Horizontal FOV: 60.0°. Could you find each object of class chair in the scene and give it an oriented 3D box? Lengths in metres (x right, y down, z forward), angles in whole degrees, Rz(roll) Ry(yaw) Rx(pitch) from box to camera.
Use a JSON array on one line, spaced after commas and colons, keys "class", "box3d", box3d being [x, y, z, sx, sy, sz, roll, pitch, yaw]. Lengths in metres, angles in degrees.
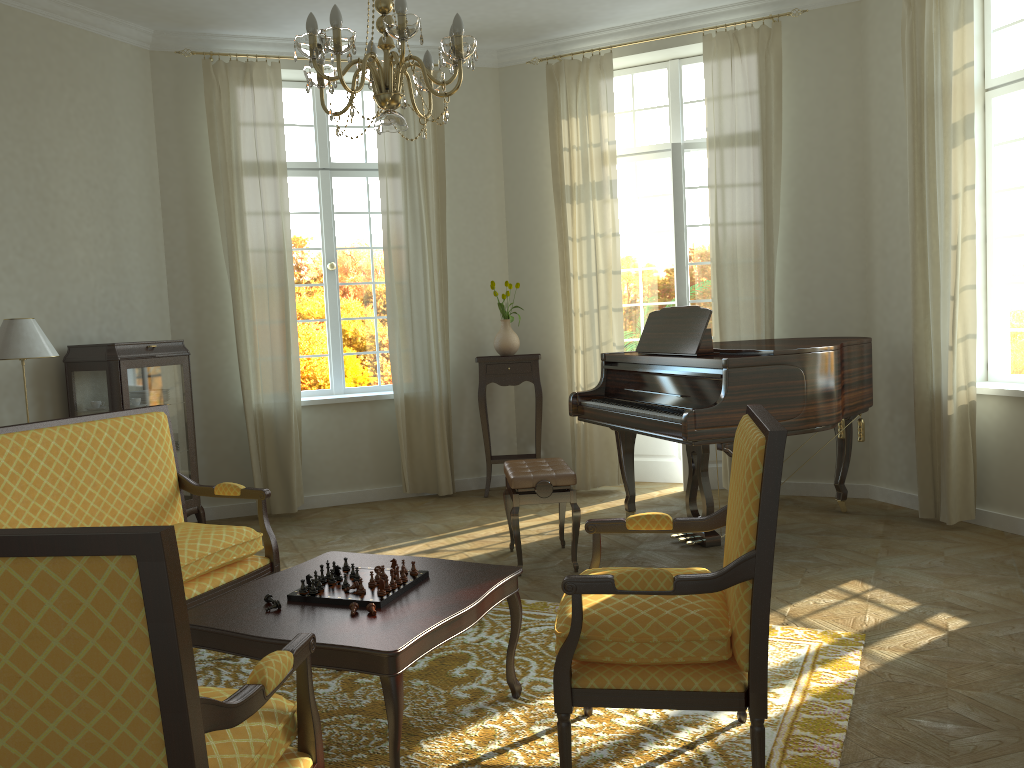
[{"class": "chair", "box3d": [0.470, 0.645, 2.724, 0.671, 1.083, 0.730, -2, 4, 10]}, {"class": "chair", "box3d": [-0.844, 0.771, 1.884, 0.730, 1.083, 0.671, -2, 4, 7]}, {"class": "chair", "box3d": [0.164, 0.750, 5.140, 0.385, 0.563, 0.638, -3, 4, -4]}, {"class": "chair", "box3d": [-1.623, 0.690, 3.521, 0.680, 1.083, 1.389, -1, 5, 25]}]

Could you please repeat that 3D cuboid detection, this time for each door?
[{"class": "door", "box3d": [1.311, -0.510, 7.012, 1.385, 2.690, 0.425, -1, 5, 26]}]

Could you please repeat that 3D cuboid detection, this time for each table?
[{"class": "table", "box3d": [-0.002, 0.327, 7.207, 0.522, 1.114, 0.344, -3, 4, 1]}, {"class": "table", "box3d": [-0.529, 0.967, 3.097, 0.922, 0.494, 0.932, -1, 5, 27]}]

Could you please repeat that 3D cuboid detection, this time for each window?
[{"class": "window", "box3d": [3.234, -1.241, 4.984, 0.181, 2.550, 1.400, -4, 4, -19]}, {"class": "window", "box3d": [1.305, -2.225, 7.056, 1.380, 0.680, 0.055, -1, 5, 26]}, {"class": "window", "box3d": [-1.494, -1.171, 7.241, 1.400, 2.550, 0.181, -4, 4, -19]}]

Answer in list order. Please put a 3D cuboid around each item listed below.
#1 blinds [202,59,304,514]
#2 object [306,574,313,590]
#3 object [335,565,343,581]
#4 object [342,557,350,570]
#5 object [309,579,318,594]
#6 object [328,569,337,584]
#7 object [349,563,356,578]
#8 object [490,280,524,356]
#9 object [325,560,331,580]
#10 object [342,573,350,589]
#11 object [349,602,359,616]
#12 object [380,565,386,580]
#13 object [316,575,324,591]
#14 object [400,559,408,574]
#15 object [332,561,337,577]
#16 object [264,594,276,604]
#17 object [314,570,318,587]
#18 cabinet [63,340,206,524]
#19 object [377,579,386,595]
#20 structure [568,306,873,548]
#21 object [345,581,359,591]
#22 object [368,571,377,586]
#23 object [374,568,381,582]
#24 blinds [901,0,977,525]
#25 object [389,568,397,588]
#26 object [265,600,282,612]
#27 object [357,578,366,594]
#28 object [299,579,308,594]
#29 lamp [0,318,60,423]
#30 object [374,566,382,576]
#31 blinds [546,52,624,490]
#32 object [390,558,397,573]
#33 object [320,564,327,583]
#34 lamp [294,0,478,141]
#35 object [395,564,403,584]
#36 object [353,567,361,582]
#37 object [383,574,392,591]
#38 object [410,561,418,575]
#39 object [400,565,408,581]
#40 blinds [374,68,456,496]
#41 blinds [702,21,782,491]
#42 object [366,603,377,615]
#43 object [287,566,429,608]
[{"class": "blinds", "box3d": [-1.895, -0.692, 6.606, 0.554, 3.385, 0.162, -4, 4, -14]}, {"class": "object", "box3d": [-0.701, 0.684, 3.070, 0.030, 0.052, 0.030, -4, 4, -17]}, {"class": "object", "box3d": [-0.620, 0.673, 3.168, 0.030, 0.052, 0.030, 1, 6, 43]}, {"class": "object", "box3d": [-0.617, 0.667, 3.294, 0.030, 0.044, 0.030, -4, 4, -17]}, {"class": "object", "box3d": [-0.677, 0.688, 3.019, 0.030, 0.050, 0.030, -4, 4, -17]}, {"class": "object", "box3d": [-0.635, 0.677, 3.131, 0.030, 0.050, 0.030, -4, 4, -17]}, {"class": "object", "box3d": [-0.572, 0.670, 3.191, 0.030, 0.050, 0.030, -4, 4, -17]}, {"class": "object", "box3d": [-0.048, -0.530, 7.143, 0.264, 0.609, 0.242, -6, 5, -40]}, {"class": "object", "box3d": [-0.659, 0.665, 3.181, 0.030, 0.069, 0.030, -4, 4, -17]}, {"class": "object", "box3d": [-0.576, 0.679, 3.066, 0.030, 0.050, 0.030, -4, 4, -17]}, {"class": "object", "box3d": [-0.508, 0.721, 2.846, 0.030, 0.030, 0.052, -3, 4, -8]}, {"class": "object", "box3d": [-0.457, 0.667, 3.147, 0.030, 0.050, 0.030, -4, 4, -17]}, {"class": "object", "box3d": [-0.663, 0.684, 3.056, 0.030, 0.050, 0.030, -4, 4, -17]}, {"class": "object", "box3d": [-0.392, 0.660, 3.210, 0.030, 0.050, 0.030, -4, 4, -17]}, {"class": "object", "box3d": [-0.645, 0.669, 3.219, 0.030, 0.055, 0.030, -4, 4, -17]}, {"class": "object", "box3d": [-0.811, 0.726, 2.993, 0.052, 0.030, 0.030, 0, 5, 36]}, {"class": "object", "box3d": [-0.687, 0.679, 3.107, 0.030, 0.055, 0.030, -4, 4, -17]}, {"class": "cabinet", "box3d": [-2.505, 0.416, 5.916, 0.542, 1.386, 0.733, -1, 5, 25]}, {"class": "object", "box3d": [-0.439, 0.678, 2.972, 0.030, 0.052, 0.030, -4, 4, -17]}, {"class": "structure", "box3d": [1.502, 0.220, 5.471, 1.856, 1.439, 1.514, -4, 4, -19]}, {"class": "object", "box3d": [-0.546, 0.690, 3.028, 0.052, 0.030, 0.030, -4, 4, -18]}, {"class": "object", "box3d": [-0.486, 0.674, 3.077, 0.030, 0.050, 0.030, -4, 4, -17]}, {"class": "object", "box3d": [-0.472, 0.671, 3.112, 0.030, 0.050, 0.030, -4, 4, -17]}, {"class": "blinds", "box3d": [2.591, -0.828, 5.425, 0.162, 3.384, 0.554, -4, 4, -14]}, {"class": "object", "box3d": [-0.411, 0.665, 3.046, 0.030, 0.064, 0.030, -4, 4, -17]}, {"class": "object", "box3d": [-0.786, 0.730, 2.919, 0.052, 0.030, 0.030, -6, 5, -37]}, {"class": "object", "box3d": [-0.510, 0.681, 2.999, 0.030, 0.050, 0.030, -4, 4, -17]}, {"class": "object", "box3d": [-0.714, 0.691, 3.033, 0.030, 0.044, 0.030, -4, 4, -17]}, {"class": "lamp", "box3d": [-2.762, 0.401, 5.094, 0.381, 1.552, 0.380, 0, 5, 31]}, {"class": "object", "box3d": [-0.481, 0.674, 3.196, 0.030, 0.030, 0.052, -4, 4, -13]}, {"class": "blinds", "box3d": [0.608, -0.840, 7.008, 0.552, 3.386, 0.159, -1, 4, 23]}, {"class": "object", "box3d": [-0.430, 0.659, 3.224, 0.030, 0.052, 0.030, -4, 4, -17]}, {"class": "object", "box3d": [-0.673, 0.671, 3.144, 0.030, 0.064, 0.030, -4, 4, -17]}, {"class": "lamp", "box3d": [-0.490, -1.678, 3.279, 0.661, 1.466, 0.662, -3, 4, -5]}, {"class": "object", "box3d": [-0.397, 0.659, 3.083, 0.030, 0.069, 0.030, -4, 4, -17]}, {"class": "object", "box3d": [-0.548, 0.672, 3.139, 0.030, 0.050, 0.030, -4, 4, -17]}, {"class": "object", "box3d": [-0.425, 0.673, 3.009, 0.030, 0.055, 0.030, -4, 4, -17]}, {"class": "object", "box3d": [-0.355, 0.662, 3.196, 0.030, 0.044, 0.030, -4, 4, -17]}, {"class": "object", "box3d": [-0.383, 0.663, 3.121, 0.030, 0.055, 0.030, -4, 4, -17]}, {"class": "blinds", "box3d": [-0.741, -0.780, 7.065, 0.552, 3.381, 0.159, -4, 4, -16]}, {"class": "blinds", "box3d": [1.709, -0.856, 6.427, 0.554, 3.386, 0.162, -1, 4, 20]}, {"class": "object", "box3d": [-0.445, 0.719, 2.834, 0.030, 0.030, 0.047, -5, 5, -27]}, {"class": "object", "box3d": [-0.533, 0.708, 3.117, 0.360, 0.021, 0.360, -1, 4, 21]}]
